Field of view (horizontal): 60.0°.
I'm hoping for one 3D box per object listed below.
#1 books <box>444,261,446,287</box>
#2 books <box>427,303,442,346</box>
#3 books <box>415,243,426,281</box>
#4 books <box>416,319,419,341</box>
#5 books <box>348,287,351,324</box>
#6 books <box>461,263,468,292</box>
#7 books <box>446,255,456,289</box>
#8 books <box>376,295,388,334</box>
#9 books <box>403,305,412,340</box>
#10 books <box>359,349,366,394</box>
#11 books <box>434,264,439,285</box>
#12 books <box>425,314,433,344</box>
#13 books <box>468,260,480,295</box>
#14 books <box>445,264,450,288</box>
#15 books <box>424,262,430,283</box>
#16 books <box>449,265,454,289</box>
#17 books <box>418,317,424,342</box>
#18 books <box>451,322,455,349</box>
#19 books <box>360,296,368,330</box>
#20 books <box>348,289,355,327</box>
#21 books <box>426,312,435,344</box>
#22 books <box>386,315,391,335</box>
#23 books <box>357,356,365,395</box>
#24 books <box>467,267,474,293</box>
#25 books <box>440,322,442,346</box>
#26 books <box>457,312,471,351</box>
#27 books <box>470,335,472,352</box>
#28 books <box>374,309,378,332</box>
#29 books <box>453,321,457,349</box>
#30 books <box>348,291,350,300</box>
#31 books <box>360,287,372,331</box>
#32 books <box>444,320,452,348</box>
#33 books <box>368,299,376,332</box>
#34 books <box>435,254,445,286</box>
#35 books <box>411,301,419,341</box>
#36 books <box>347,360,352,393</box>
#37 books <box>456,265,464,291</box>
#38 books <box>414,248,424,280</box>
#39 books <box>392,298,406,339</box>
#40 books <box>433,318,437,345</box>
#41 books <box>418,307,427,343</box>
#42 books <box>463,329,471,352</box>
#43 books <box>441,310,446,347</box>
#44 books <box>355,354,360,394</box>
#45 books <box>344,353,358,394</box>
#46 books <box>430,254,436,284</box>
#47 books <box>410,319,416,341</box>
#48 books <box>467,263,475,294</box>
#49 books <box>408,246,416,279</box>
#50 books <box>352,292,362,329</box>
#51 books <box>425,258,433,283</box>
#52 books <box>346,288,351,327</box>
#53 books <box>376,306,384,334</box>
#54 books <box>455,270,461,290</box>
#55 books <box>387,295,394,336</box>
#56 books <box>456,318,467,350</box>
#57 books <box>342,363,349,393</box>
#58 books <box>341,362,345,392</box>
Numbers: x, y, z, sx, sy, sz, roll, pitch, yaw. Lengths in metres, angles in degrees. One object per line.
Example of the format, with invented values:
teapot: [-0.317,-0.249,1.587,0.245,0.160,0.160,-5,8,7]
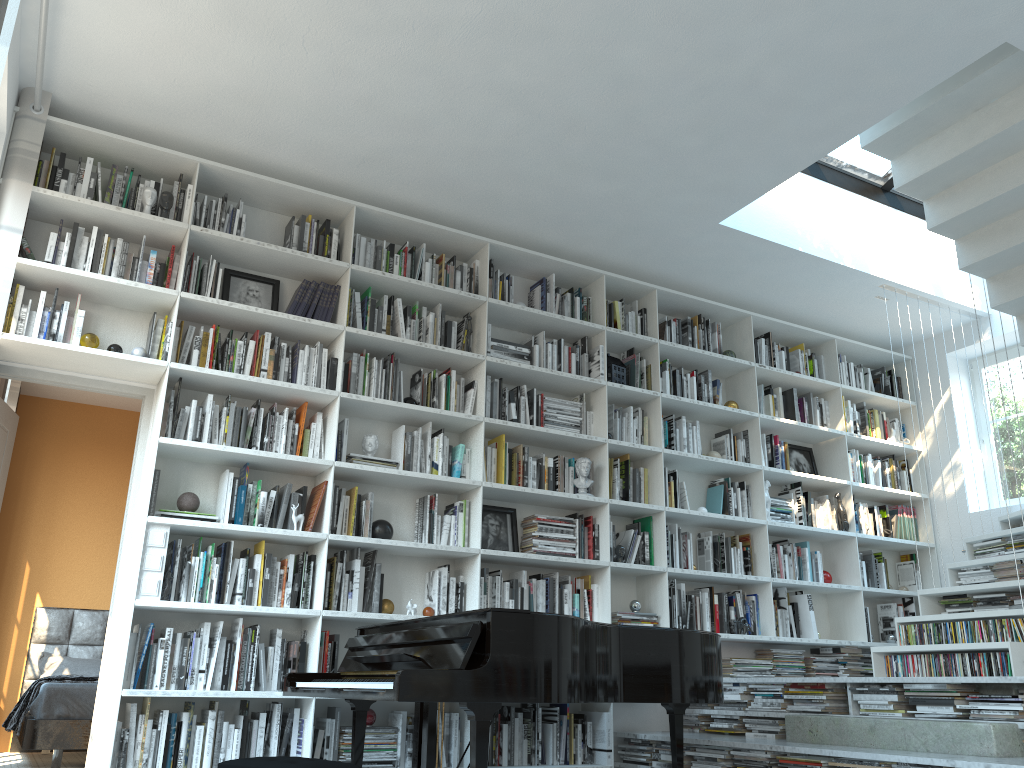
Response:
books: [-0.439,-0.600,5.301,0.021,0.228,0.161,11,-21,-27]
books: [-0.462,-0.297,5.186,0.011,0.312,0.184,11,-21,-27]
books: [-0.559,-0.660,5.263,0.014,0.314,0.166,11,-21,-27]
books: [-0.580,-0.260,5.144,0.024,0.211,0.128,11,-21,-27]
books: [-0.939,-0.378,4.969,0.014,0.308,0.130,11,-21,-27]
books: [-0.320,-0.586,5.384,0.030,0.260,0.152,11,-21,-27]
books: [-0.382,-0.614,5.342,0.013,0.284,0.160,11,-21,-27]
books: [-0.752,-0.343,5.038,0.023,0.292,0.156,11,-21,-27]
books: [-0.627,-0.302,5.107,0.027,0.264,0.169,11,-21,-27]
books: [-0.849,-0.022,4.890,0.011,0.316,0.155,11,-21,-27]
books: [-0.484,-0.593,5.297,0.029,0.213,0.142,11,-21,-27]
books: [-0.510,-0.267,5.142,0.021,0.225,0.192,11,-21,-27]
books: [-0.252,-0.592,5.404,0.026,0.287,0.176,11,-21,-27]
books: [-0.418,-0.590,5.295,0.013,0.206,0.178,11,-21,-27]
books: [-0.536,-0.600,5.247,0.031,0.189,0.182,11,-21,-27]
books: [-0.400,-0.584,5.300,0.026,0.199,0.187,11,-21,-27]
books: [-0.552,-0.263,5.129,0.010,0.207,0.174,11,-21,-27]
books: [-0.385,-0.237,5.219,0.022,0.222,0.161,11,-21,-27]
books: [-0.850,-0.346,4.983,0.011,0.259,0.157,11,-21,-27]
books: [-0.918,-0.372,4.952,0.010,0.286,0.148,11,-21,-27]
books: [-0.497,-0.274,5.174,0.028,0.260,0.136,11,-21,-27]
books: [-0.733,-0.282,5.042,0.034,0.180,0.160,11,-21,-27]
books: [-0.858,-0.002,4.863,0.024,0.261,0.178,11,-21,-27]
books: [-0.286,-0.570,5.373,0.026,0.224,0.172,11,-21,-27]
books: [-0.457,-0.241,5.195,0.024,0.212,0.150,11,-21,-27]
books: [-0.314,-0.262,5.263,0.058,0.301,0.175,11,-21,-27]
books: [-0.272,-0.191,5.303,0.019,0.193,0.098,11,-21,-27]
books: [-0.802,-0.306,5.006,0.024,0.200,0.154,11,-21,-27]
books: [-0.372,-0.235,5.244,0.025,0.236,0.153,11,-21,-27]
books: [-0.950,-0.369,4.917,0.023,0.255,0.175,11,-21,-27]
books: [-0.835,-0.373,4.989,0.012,0.314,0.172,11,-21,-27]
books: [-0.406,-0.240,5.203,0.030,0.217,0.183,11,-21,-27]
books: [-0.818,-0.334,4.988,0.031,0.241,0.182,11,-21,-27]
books: [-0.451,-0.622,5.293,0.014,0.265,0.192,11,-21,-27]
books: [-0.582,-0.316,5.130,0.012,0.306,0.145,11,-21,-27]
books: [-0.911,0.001,4.842,0.012,0.239,0.134,11,-21,-27]
books: [-0.341,-0.581,5.361,0.026,0.236,0.149,11,-21,-27]
books: [-0.582,-0.650,5.230,0.052,0.272,0.173,11,-21,-27]
books: [-0.664,-0.325,5.074,0.075,0.284,0.179,11,-21,-27]
books: [-0.478,-0.257,5.176,0.013,0.230,0.142,11,-21,-27]
books: [-0.542,-0.293,5.161,0.026,0.285,0.138,11,-21,-27]
books: [-0.289,-0.205,5.289,0.028,0.211,0.135,11,-21,-27]
books: [-0.438,-0.273,5.220,0.022,0.289,0.147,11,-21,-27]
books: [-0.873,-0.012,4.856,0.012,0.275,0.157,11,-21,-27]
books: [-0.891,-0.016,4.851,0.026,0.278,0.151,11,-21,-27]
books: [-0.498,-0.626,5.289,0.014,0.268,0.156,11,-21,-27]
books: [-0.601,-0.259,5.101,0.028,0.179,0.168,11,-21,-27]
books: [-0.272,-0.584,5.396,0.014,0.266,0.172,11,-21,-27]
books: [-0.611,-0.656,5.218,0.013,0.275,0.165,11,-21,-27]
books: [-0.888,-0.358,4.974,0.067,0.273,0.168,11,-21,-27]
books: [-0.515,-0.614,5.274,0.026,0.235,0.134,11,-21,-27]
books: [-0.941,-0.374,4.942,0.013,0.282,0.159,11,-21,-27]
books: [-0.775,-0.312,5.015,0.029,0.218,0.158,11,-21,-27]
books: [-0.361,-0.564,5.331,0.031,0.184,0.177,11,-21,-27]
books: [-0.715,-0.339,5.080,0.013,0.314,0.135,11,-21,-27]
books: [-0.328,-0.246,5.251,0.055,0.263,0.167,11,-21,-27]
books: [-0.933,0.012,4.842,0.024,0.218,0.140,11,-21,-27]
books: [-0.957,0.005,4.831,0.029,0.224,0.137,11,-21,-27]
